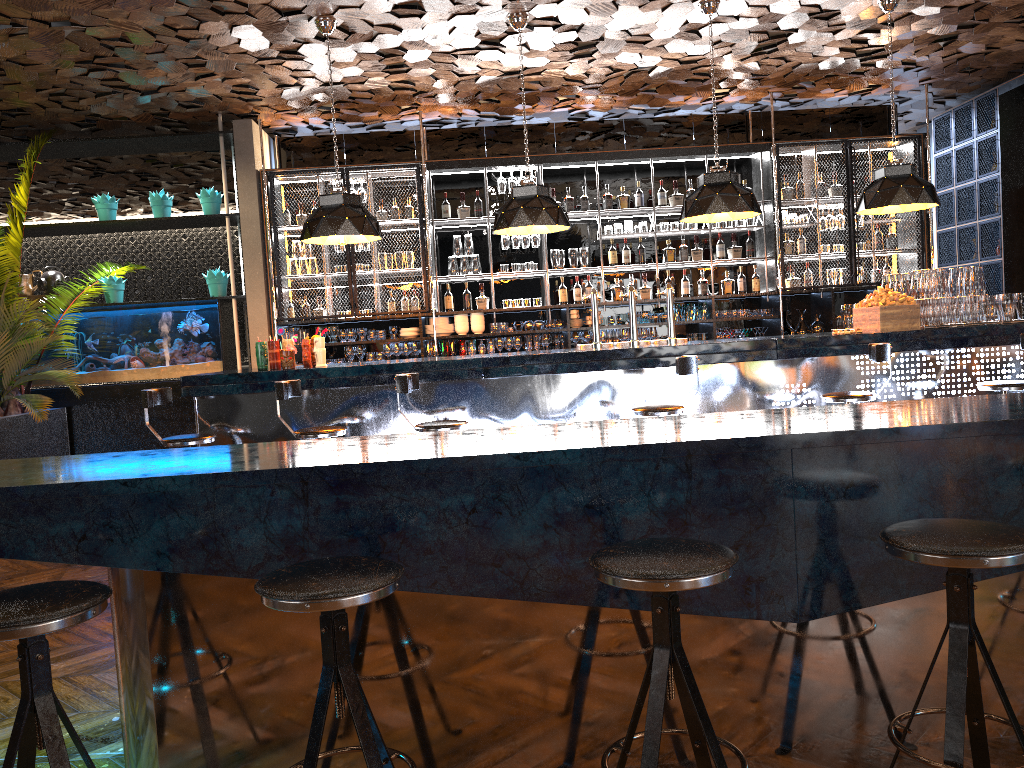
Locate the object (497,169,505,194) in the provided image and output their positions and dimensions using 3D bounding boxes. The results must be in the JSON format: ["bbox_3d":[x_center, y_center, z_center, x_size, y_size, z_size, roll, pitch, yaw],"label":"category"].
[{"bbox_3d":[-0.112,-2.098,9.190,0.092,0.244,0.092,-6,4,-41],"label":"object"}]

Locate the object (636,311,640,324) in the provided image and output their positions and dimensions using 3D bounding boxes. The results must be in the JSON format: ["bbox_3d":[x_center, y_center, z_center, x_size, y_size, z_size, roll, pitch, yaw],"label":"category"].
[{"bbox_3d":[1.259,-0.675,9.061,0.100,0.125,0.100,-1,4,37],"label":"object"}]

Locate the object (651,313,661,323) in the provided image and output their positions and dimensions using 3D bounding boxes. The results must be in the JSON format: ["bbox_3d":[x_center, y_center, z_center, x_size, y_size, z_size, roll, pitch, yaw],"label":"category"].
[{"bbox_3d":[1.469,-0.673,9.046,0.098,0.097,0.098,-5,3,-23],"label":"object"}]

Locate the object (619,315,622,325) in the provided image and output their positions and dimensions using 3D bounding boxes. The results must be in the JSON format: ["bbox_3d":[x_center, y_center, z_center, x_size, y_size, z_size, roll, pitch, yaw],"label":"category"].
[{"bbox_3d":[1.111,-0.659,9.164,0.058,0.099,0.067,-3,3,10],"label":"object"}]

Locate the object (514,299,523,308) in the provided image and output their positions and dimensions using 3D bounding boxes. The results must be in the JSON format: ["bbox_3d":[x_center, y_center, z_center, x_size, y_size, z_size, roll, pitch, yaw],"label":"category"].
[{"bbox_3d":[0.070,-0.826,9.115,0.089,0.092,0.089,-6,4,-39],"label":"object"}]

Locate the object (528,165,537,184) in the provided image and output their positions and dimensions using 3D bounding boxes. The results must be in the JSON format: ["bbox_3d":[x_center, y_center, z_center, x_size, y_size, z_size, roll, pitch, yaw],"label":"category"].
[{"bbox_3d":[0.206,-2.109,9.036,0.092,0.244,0.092,-6,4,-41],"label":"object"}]

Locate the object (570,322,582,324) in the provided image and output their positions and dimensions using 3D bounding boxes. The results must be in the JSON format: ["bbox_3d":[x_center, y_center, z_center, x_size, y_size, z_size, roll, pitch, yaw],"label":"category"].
[{"bbox_3d":[0.652,-0.621,9.098,0.149,0.024,0.149,-4,3,-3],"label":"object"}]

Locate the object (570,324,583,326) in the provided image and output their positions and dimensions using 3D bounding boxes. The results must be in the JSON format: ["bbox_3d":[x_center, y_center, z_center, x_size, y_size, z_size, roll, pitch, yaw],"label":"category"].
[{"bbox_3d":[0.654,-0.598,9.099,0.149,0.023,0.149,-6,4,-33],"label":"object"}]

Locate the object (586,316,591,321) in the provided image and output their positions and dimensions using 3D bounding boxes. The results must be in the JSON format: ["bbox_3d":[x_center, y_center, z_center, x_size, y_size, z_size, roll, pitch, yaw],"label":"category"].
[{"bbox_3d":[0.813,-0.671,9.177,0.094,0.069,0.105,-5,3,-25],"label":"object"}]

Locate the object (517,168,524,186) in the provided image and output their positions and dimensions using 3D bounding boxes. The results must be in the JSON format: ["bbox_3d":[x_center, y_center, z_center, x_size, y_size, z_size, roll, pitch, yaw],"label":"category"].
[{"bbox_3d":[0.096,-2.111,9.197,0.092,0.244,0.092,-6,4,-41],"label":"object"}]

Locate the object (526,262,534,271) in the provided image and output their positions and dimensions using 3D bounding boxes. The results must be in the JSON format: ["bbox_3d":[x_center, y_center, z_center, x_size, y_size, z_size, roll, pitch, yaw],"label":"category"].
[{"bbox_3d":[0.184,-1.198,9.074,0.089,0.092,0.089,-5,3,-18],"label":"object"}]

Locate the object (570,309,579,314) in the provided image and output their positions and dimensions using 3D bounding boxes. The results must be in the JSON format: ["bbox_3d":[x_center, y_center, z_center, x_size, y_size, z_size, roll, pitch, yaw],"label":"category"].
[{"bbox_3d":[0.637,-0.727,9.090,0.094,0.069,0.106,-3,3,4],"label":"object"}]

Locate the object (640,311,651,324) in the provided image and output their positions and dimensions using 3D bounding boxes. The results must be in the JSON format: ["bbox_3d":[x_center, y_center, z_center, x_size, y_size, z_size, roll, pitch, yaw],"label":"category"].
[{"bbox_3d":[1.370,-0.683,9.067,0.108,0.126,0.108,-2,4,32],"label":"object"}]

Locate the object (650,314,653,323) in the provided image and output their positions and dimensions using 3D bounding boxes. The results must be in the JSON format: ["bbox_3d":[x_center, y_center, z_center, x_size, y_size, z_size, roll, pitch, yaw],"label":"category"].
[{"bbox_3d":[1.467,-0.679,9.148,0.098,0.097,0.098,-1,4,36],"label":"object"}]

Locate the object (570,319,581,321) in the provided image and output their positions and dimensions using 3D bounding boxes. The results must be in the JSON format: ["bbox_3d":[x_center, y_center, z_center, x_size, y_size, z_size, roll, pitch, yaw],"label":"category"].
[{"bbox_3d":[0.648,-0.652,9.096,0.149,0.026,0.148,-3,3,5],"label":"object"}]

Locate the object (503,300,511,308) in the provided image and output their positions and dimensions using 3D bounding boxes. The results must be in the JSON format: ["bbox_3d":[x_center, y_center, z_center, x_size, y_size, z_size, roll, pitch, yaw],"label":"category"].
[{"bbox_3d":[-0.050,-0.819,9.124,0.089,0.092,0.089,-5,4,-30],"label":"object"}]

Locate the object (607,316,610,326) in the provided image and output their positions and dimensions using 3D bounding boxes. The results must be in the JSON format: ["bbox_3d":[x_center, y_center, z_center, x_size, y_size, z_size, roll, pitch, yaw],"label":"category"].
[{"bbox_3d":[1.026,-0.658,9.250,0.067,0.099,0.058,-6,4,-42],"label":"object"}]

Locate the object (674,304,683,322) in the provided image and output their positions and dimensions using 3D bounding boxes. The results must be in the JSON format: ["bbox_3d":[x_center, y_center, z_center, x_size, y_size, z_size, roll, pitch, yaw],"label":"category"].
[{"bbox_3d":[1.683,-0.723,9.024,0.115,0.172,0.101,-2,4,28],"label":"object"}]

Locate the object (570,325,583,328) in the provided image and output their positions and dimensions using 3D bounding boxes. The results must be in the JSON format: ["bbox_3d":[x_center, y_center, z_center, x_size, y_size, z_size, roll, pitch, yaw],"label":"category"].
[{"bbox_3d":[0.654,-0.587,9.100,0.149,0.022,0.149,-6,4,-33],"label":"object"}]

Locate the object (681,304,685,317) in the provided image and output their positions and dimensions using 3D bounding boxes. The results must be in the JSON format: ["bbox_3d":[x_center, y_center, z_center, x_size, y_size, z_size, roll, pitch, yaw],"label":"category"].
[{"bbox_3d":[1.809,-0.744,9.267,0.101,0.172,0.115,-3,3,3],"label":"object"}]

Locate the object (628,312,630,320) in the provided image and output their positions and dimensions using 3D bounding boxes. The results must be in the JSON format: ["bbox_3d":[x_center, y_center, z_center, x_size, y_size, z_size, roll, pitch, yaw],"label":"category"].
[{"bbox_3d":[1.255,-0.682,9.183,0.100,0.125,0.100,-7,4,-44],"label":"object"}]

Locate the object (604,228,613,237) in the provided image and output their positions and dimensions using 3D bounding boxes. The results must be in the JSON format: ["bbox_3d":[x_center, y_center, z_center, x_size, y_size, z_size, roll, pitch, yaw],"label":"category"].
[{"bbox_3d":[1.010,-1.587,9.288,0.089,0.092,0.089,-5,4,-30],"label":"object"}]

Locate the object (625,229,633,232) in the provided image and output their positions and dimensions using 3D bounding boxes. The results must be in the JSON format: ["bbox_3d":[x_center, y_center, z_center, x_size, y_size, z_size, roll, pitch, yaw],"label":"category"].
[{"bbox_3d":[1.206,-1.615,9.162,0.089,0.092,0.089,-4,3,-13],"label":"object"}]

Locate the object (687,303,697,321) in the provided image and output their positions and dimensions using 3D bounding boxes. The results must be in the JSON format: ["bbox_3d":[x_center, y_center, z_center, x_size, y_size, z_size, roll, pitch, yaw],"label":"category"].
[{"bbox_3d":[1.826,-0.732,9.019,0.115,0.172,0.101,-5,3,-17],"label":"object"}]

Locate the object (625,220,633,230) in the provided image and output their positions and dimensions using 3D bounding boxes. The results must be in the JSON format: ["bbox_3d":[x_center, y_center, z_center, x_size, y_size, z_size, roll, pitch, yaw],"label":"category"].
[{"bbox_3d":[1.204,-1.641,9.161,0.089,0.092,0.089,-4,3,-6],"label":"object"}]

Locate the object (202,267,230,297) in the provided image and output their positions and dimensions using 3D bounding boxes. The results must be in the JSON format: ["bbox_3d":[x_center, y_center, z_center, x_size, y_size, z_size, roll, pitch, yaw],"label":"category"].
[{"bbox_3d":[-2.986,-1.024,8.975,0.265,0.325,0.245,-4,3,-8],"label":"object"}]

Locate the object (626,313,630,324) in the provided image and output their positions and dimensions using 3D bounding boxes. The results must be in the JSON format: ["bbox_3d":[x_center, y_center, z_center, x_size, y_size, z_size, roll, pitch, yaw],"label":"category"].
[{"bbox_3d":[1.248,-0.688,9.301,0.100,0.125,0.100,-3,3,11],"label":"object"}]

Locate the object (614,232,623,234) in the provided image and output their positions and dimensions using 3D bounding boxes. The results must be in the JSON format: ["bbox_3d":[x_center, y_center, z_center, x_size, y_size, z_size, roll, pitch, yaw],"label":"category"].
[{"bbox_3d":[1.094,-1.583,9.121,0.089,0.092,0.089,-5,4,-30],"label":"object"}]

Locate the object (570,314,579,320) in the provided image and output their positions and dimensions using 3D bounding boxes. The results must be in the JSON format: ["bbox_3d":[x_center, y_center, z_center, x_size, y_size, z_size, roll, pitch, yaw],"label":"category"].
[{"bbox_3d":[0.650,-0.684,9.093,0.107,0.070,0.094,-2,4,28],"label":"object"}]

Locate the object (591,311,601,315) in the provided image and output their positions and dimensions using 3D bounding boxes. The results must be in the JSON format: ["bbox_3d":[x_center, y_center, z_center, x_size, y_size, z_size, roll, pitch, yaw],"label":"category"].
[{"bbox_3d":[0.858,-0.713,9.078,0.094,0.068,0.106,-4,3,-2],"label":"object"}]

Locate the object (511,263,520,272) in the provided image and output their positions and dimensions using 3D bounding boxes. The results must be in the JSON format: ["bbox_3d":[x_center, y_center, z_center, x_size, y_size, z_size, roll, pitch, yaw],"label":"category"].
[{"bbox_3d":[0.039,-1.192,9.130,0.089,0.092,0.089,-5,3,-24],"label":"object"}]

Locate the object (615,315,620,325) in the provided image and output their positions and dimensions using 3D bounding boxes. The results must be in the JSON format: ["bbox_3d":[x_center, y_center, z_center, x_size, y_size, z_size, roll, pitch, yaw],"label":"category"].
[{"bbox_3d":[1.076,-0.651,9.058,0.067,0.099,0.058,-1,4,33],"label":"object"}]

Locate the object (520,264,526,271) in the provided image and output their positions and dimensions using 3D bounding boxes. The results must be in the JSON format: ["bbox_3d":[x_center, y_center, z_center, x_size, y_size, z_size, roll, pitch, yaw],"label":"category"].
[{"bbox_3d":[0.104,-1.203,9.244,0.089,0.092,0.089,-2,4,30],"label":"object"}]

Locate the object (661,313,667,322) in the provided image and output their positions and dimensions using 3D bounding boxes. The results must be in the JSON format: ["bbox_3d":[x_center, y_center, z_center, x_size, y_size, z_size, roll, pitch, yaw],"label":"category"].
[{"bbox_3d":[1.572,-0.680,9.044,0.098,0.097,0.098,-2,4,32],"label":"object"}]

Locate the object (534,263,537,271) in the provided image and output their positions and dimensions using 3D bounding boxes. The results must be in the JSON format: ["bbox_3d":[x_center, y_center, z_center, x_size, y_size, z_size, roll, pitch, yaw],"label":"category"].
[{"bbox_3d":[0.224,-1.211,9.256,0.089,0.092,0.089,-5,3,-18],"label":"object"}]

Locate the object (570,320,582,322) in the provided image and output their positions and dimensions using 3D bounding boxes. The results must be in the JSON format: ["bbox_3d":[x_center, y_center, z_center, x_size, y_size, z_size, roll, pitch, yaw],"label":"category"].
[{"bbox_3d":[0.651,-0.641,9.096,0.149,0.025,0.149,-6,4,-40],"label":"object"}]

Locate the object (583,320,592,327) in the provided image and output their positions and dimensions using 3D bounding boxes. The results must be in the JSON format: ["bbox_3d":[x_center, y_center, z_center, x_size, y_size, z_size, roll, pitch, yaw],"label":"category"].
[{"bbox_3d":[0.809,-0.626,9.181,0.106,0.067,0.094,-6,4,-40],"label":"object"}]

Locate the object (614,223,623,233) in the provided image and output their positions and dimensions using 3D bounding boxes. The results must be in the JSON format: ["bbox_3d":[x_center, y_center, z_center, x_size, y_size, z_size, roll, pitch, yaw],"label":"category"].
[{"bbox_3d":[1.092,-1.604,9.120,0.089,0.092,0.089,-1,4,40],"label":"object"}]

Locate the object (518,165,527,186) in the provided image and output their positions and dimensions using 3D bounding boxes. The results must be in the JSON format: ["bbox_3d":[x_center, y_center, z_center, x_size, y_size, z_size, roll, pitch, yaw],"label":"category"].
[{"bbox_3d":[0.103,-2.103,9.033,0.092,0.244,0.092,-6,4,-41],"label":"object"}]

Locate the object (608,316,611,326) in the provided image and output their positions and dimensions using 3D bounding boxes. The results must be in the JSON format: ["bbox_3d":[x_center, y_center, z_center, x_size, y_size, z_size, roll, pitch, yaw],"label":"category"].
[{"bbox_3d":[1.012,-0.648,9.085,0.067,0.099,0.058,-6,4,-32],"label":"object"}]

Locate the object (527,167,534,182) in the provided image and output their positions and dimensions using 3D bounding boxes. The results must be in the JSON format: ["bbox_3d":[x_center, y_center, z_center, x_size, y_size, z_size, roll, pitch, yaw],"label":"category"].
[{"bbox_3d":[0.200,-2.118,9.201,0.092,0.244,0.092,-6,4,-41],"label":"object"}]

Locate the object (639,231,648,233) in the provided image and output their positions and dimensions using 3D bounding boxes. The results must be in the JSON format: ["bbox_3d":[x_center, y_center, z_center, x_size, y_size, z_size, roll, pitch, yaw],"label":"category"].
[{"bbox_3d":[1.353,-1.601,9.140,0.089,0.092,0.089,-2,3,24],"label":"object"}]

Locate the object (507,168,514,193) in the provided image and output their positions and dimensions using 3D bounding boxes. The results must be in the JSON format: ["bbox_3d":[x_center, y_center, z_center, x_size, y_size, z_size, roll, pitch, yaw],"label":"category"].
[{"bbox_3d":[-0.002,-2.105,9.194,0.092,0.244,0.092,-6,4,-41],"label":"object"}]

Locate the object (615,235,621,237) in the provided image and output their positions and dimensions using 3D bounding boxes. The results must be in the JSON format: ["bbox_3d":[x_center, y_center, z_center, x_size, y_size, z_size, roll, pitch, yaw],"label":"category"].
[{"bbox_3d":[1.119,-1.594,9.280,0.089,0.092,0.089,-2,3,24],"label":"object"}]

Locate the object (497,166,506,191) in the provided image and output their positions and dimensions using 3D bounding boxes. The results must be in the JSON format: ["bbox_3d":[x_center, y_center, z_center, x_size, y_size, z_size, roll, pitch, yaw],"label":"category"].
[{"bbox_3d":[-0.106,-2.089,9.025,0.092,0.244,0.092,-6,4,-41],"label":"object"}]

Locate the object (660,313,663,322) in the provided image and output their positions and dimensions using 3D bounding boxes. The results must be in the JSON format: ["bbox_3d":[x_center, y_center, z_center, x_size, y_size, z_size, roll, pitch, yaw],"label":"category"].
[{"bbox_3d":[1.565,-0.685,9.152,0.098,0.097,0.098,-2,3,23],"label":"object"}]

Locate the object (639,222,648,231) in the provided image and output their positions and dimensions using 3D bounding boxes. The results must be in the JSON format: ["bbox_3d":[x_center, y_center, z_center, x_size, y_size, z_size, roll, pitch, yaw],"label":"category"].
[{"bbox_3d":[1.352,-1.621,9.138,0.089,0.092,0.089,-4,3,-11],"label":"object"}]

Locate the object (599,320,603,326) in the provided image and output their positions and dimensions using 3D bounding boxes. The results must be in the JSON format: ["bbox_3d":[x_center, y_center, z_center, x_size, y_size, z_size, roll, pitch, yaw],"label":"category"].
[{"bbox_3d":[0.869,-0.624,9.091,0.106,0.067,0.094,-4,3,-14],"label":"object"}]

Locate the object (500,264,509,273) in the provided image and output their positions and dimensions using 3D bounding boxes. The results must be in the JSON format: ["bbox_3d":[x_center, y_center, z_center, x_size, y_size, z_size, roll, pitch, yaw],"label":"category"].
[{"bbox_3d":[-0.077,-1.187,9.169,0.089,0.092,0.089,-5,3,-24],"label":"object"}]

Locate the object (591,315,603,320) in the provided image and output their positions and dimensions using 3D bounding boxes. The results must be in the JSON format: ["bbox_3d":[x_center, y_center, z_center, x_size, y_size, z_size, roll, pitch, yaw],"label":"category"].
[{"bbox_3d":[0.863,-0.669,9.092,0.094,0.069,0.106,-1,4,39],"label":"object"}]

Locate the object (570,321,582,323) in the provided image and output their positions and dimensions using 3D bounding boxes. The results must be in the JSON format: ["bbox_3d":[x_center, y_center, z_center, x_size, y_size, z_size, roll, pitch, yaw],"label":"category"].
[{"bbox_3d":[0.653,-0.631,9.097,0.149,0.026,0.148,-3,3,5],"label":"object"}]

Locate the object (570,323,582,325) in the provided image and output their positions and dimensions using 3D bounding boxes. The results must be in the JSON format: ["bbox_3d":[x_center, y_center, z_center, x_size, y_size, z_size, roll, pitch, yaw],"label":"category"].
[{"bbox_3d":[0.653,-0.609,9.099,0.149,0.023,0.149,-5,3,-18],"label":"object"}]

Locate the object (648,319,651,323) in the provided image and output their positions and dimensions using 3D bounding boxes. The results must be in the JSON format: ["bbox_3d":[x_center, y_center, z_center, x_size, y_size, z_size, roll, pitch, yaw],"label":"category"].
[{"bbox_3d":[1.455,-0.688,9.328,0.098,0.097,0.098,-4,3,-11],"label":"object"}]

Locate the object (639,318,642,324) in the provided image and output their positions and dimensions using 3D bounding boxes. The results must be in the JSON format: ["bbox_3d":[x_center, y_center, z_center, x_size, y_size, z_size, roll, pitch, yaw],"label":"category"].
[{"bbox_3d":[1.360,-0.696,9.305,0.108,0.126,0.108,-5,4,-31],"label":"object"}]

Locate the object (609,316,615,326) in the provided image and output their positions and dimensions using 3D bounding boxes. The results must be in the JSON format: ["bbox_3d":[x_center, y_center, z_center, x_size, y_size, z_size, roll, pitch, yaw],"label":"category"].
[{"bbox_3d":[1.017,-0.645,9.017,0.058,0.099,0.067,-1,4,43],"label":"object"}]

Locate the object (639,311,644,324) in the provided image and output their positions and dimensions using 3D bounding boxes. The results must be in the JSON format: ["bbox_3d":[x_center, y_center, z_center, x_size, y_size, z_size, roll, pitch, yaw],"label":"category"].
[{"bbox_3d":[1.367,-0.689,9.183,0.108,0.126,0.108,-4,3,-7],"label":"object"}]

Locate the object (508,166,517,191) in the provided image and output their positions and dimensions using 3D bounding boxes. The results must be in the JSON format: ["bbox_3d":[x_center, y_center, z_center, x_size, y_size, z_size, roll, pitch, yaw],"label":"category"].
[{"bbox_3d":[0.004,-2.096,9.029,0.092,0.244,0.092,-6,4,-41],"label":"object"}]
